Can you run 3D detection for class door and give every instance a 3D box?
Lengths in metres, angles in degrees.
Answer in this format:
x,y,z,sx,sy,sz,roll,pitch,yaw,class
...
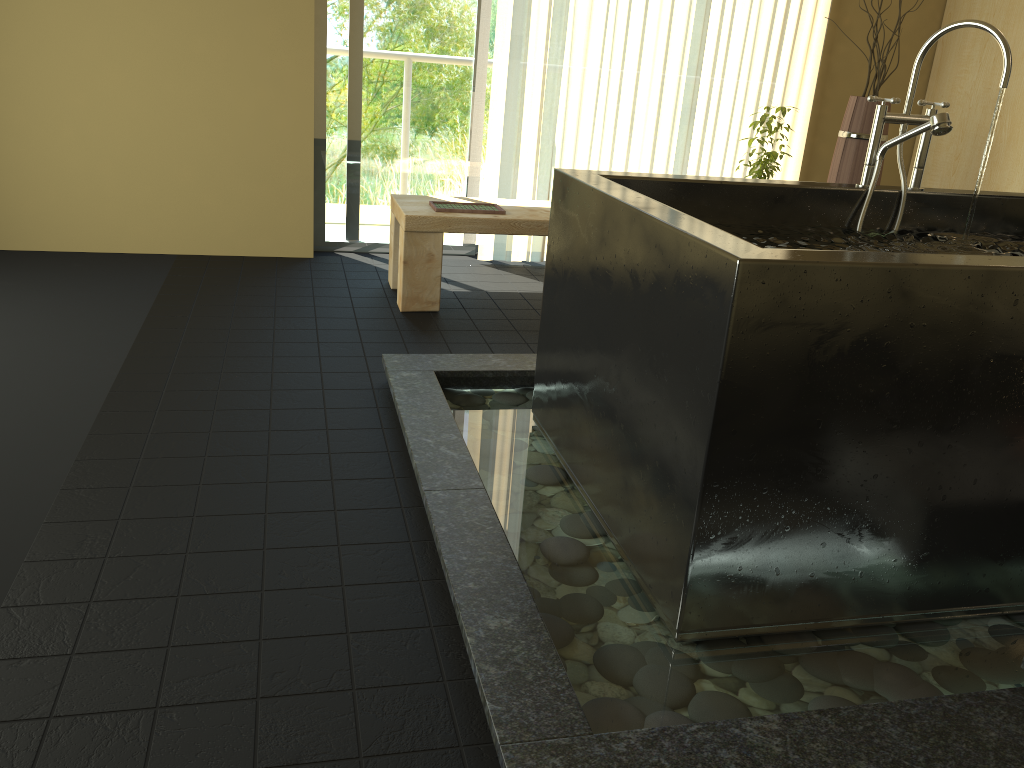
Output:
x,y,z,sx,sy,sz,roll,pitch,yaw,class
-0.444,-1.771,4.326,1.037,2.322,0.063,-1,20,-15,door

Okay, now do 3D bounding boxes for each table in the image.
x,y,z,sx,sy,sz,roll,pitch,yaw,class
0.045,-0.576,3.934,1.124,0.398,0.516,-1,21,-14,table

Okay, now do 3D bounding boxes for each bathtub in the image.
x,y,z,sx,sy,sz,roll,pitch,yaw,class
1.260,-0.282,2.186,2.132,1.156,1.073,0,21,-14,bathtub

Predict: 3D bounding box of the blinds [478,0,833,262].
x,y,z,sx,sy,sz,roll,pitch,yaw,class
0.831,-1.854,4.380,1.944,2.568,0.064,-1,20,-15,blinds

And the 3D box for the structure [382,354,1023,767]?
x,y,z,sx,sy,sz,roll,pitch,yaw,class
1.633,0.422,2.512,3.800,0.633,1.982,-1,21,-14,structure

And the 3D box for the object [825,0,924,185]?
x,y,z,sx,sy,sz,roll,pitch,yaw,class
1.628,-1.448,4.111,0.469,2.170,0.464,18,24,33,object

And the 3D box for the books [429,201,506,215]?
x,y,z,sx,sy,sz,roll,pitch,yaw,class
-0.190,-0.742,3.732,0.294,0.014,0.182,-1,21,-14,books

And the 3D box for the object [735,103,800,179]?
x,y,z,sx,sy,sz,roll,pitch,yaw,class
1.147,-0.848,4.156,0.242,0.925,0.267,13,21,22,object
